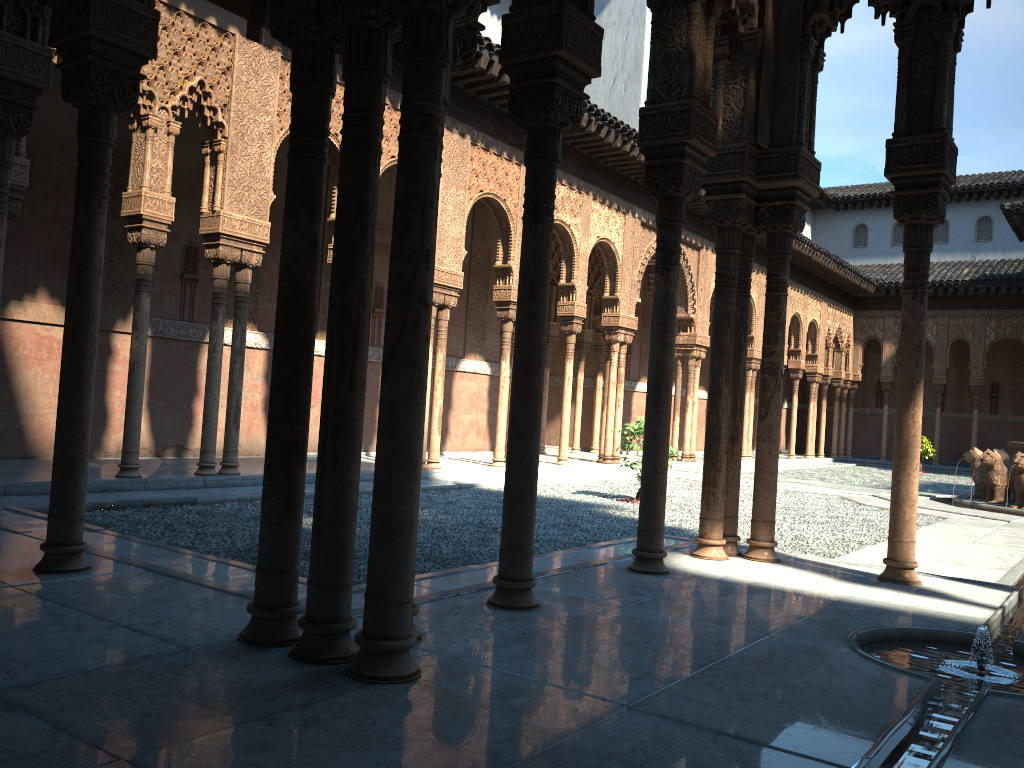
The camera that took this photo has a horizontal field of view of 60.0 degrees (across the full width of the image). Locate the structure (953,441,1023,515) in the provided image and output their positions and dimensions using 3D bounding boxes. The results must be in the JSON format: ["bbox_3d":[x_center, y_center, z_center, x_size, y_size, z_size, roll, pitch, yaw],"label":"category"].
[{"bbox_3d":[10.497,1.478,15.808,4.508,1.991,4.508,3,-2,36],"label":"structure"}]
